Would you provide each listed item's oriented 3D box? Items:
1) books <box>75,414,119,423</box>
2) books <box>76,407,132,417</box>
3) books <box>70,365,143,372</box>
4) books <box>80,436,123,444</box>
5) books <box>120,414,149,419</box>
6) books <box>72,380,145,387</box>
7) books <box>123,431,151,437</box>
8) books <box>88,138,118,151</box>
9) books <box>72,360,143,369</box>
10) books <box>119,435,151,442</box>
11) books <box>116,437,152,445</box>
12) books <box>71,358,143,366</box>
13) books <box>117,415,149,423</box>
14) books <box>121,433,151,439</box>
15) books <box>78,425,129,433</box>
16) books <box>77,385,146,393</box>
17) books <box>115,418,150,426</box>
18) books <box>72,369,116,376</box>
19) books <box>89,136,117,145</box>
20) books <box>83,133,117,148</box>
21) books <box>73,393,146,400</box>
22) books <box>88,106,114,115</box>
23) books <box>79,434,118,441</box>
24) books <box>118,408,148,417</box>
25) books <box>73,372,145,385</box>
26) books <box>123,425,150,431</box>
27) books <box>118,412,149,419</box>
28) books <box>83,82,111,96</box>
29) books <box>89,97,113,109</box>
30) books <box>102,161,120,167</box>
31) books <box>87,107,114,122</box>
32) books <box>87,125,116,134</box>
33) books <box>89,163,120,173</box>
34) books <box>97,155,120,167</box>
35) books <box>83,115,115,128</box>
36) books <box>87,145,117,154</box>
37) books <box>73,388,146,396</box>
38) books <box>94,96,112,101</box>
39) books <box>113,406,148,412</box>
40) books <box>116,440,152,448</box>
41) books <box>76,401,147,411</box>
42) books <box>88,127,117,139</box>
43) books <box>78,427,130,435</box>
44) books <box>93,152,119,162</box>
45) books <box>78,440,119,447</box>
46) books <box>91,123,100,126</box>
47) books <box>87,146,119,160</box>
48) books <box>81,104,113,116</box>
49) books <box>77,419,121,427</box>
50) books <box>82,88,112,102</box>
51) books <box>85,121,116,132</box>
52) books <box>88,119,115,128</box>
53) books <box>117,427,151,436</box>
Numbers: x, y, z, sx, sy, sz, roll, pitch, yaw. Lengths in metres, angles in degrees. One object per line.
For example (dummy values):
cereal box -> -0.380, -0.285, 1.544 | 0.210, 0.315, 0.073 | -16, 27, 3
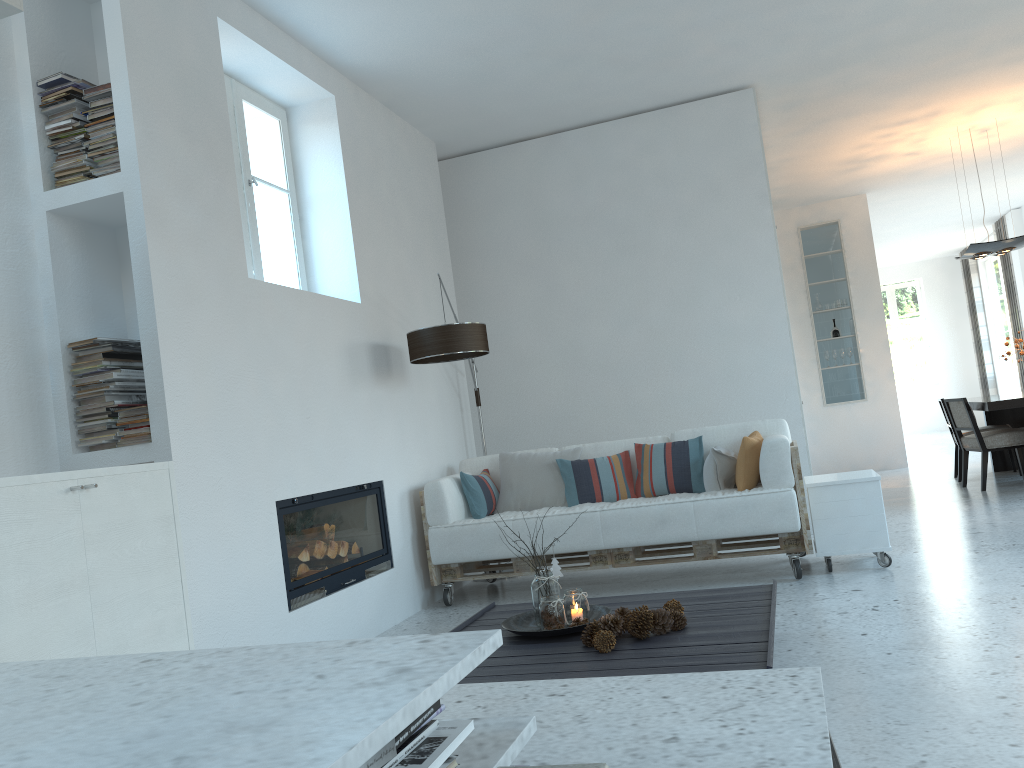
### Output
books -> -1.618, 0.139, 3.633 | 0.159, 0.012, 0.285 | -9, -4, 16
books -> -1.613, 0.112, 3.632 | 0.162, 0.016, 0.282 | -9, -4, 21
books -> -1.655, -0.059, 3.650 | 0.135, 0.007, 0.295 | -9, -4, 16
books -> -1.600, 0.224, 3.628 | 0.157, 0.013, 0.290 | -8, -3, 13
books -> -1.417, 0.127, 3.524 | 0.115, 0.005, 0.264 | -9, -4, 16
books -> -1.639, 0.000, 3.645 | 0.146, 0.007, 0.295 | -9, -4, 19
books -> -1.414, 0.194, 3.522 | 0.131, 0.007, 0.216 | -9, -4, 17
books -> -1.571, -0.942, 3.595 | 0.147, 0.016, 0.234 | -9, -4, 18
books -> -1.647, -0.072, 3.648 | 0.156, 0.017, 0.263 | -9, -4, 18
books -> -1.428, 0.212, 3.526 | 0.154, 0.010, 0.202 | -9, -4, 20
books -> -1.431, 0.223, 3.527 | 0.161, 0.010, 0.224 | -8, -4, 14
books -> -1.644, -0.085, 3.647 | 0.159, 0.008, 0.285 | -9, -4, 15
books -> -1.431, 0.137, 3.528 | 0.142, 0.011, 0.225 | -9, -4, 19
books -> -1.421, 0.203, 3.524 | 0.131, 0.007, 0.209 | -9, -4, 22
books -> -1.603, 0.179, 3.629 | 0.159, 0.012, 0.285 | -9, -4, 22
books -> -1.629, 0.026, 3.642 | 0.161, 0.012, 0.254 | -9, -4, 15
books -> -1.436, 0.150, 3.529 | 0.157, 0.013, 0.219 | -9, -4, 15
books -> -1.650, -0.046, 3.649 | 0.132, 0.009, 0.269 | -9, -4, 20
books -> -1.568, -0.954, 3.594 | 0.133, 0.007, 0.241 | -9, -4, 19
books -> -1.587, -0.961, 3.600 | 0.158, 0.014, 0.237 | -9, -4, 22
books -> -1.630, 0.051, 3.638 | 0.159, 0.008, 0.285 | -9, -4, 18
books -> -1.585, -1.079, 3.609 | 0.135, 0.008, 0.231 | -8, -4, 14
books -> -1.596, 0.213, 3.626 | 0.174, 0.007, 0.291 | -8, -4, 14
books -> -1.442, 0.110, 3.531 | 0.153, 0.017, 0.174 | -9, -4, 21
books -> -1.621, -0.018, 3.639 | 0.200, 0.023, 0.262 | -9, -4, 17
books -> -1.419, 0.171, 3.524 | 0.122, 0.009, 0.207 | -9, -4, 21
books -> -1.440, 0.123, 3.531 | 0.153, 0.010, 0.180 | -9, -4, 21
books -> -1.598, -1.160, 3.613 | 0.139, 0.024, 0.255 | -8, -4, 14
books -> -1.581, -1.104, 3.607 | 0.113, 0.024, 0.259 | -8, -3, 13
books -> -1.550, -0.868, 3.588 | 0.119, 0.015, 0.159 | -9, -4, 20
books -> -1.586, -1.066, 3.600 | 0.140, 0.020, 0.214 | -9, -4, 19
books -> -1.578, -1.000, 3.597 | 0.128, 0.009, 0.236 | -9, -4, 22
books -> -1.574, -0.852, 3.595 | 0.164, 0.008, 0.208 | -8, -3, 12
books -> -1.557, -0.883, 3.590 | 0.121, 0.016, 0.192 | -9, -4, 22
books -> -1.593, -1.035, 3.602 | 0.159, 0.012, 0.219 | -9, -4, 20
books -> -1.569, -0.917, 3.594 | 0.136, 0.006, 0.257 | -9, -4, 21
books -> -1.619, 0.033, 3.638 | 0.169, 0.005, 0.289 | -9, -4, 21
books -> -1.594, -1.126, 3.611 | 0.138, 0.025, 0.168 | -8, -3, 12
books -> -1.436, 0.098, 3.530 | 0.141, 0.006, 0.252 | -9, -4, 19
books -> -1.424, 0.232, 3.525 | 0.159, 0.011, 0.232 | -9, -4, 18
books -> -1.611, 0.089, 3.632 | 0.192, 0.016, 0.263 | -9, -4, 17
books -> -1.573, -0.987, 3.595 | 0.135, 0.017, 0.232 | -9, -4, 19
books -> -1.602, 0.188, 3.628 | 0.159, 0.006, 0.285 | -9, -4, 22
books -> -1.562, -0.896, 3.591 | 0.140, 0.013, 0.207 | -9, -4, 16
books -> -1.613, 0.237, 3.631 | 0.132, 0.008, 0.293 | -9, -4, 20
books -> -1.582, -1.025, 3.598 | 0.132, 0.012, 0.202 | -8, -3, 12
books -> -1.571, -0.908, 3.594 | 0.151, 0.013, 0.249 | -9, -4, 15
books -> -1.601, -1.085, 3.613 | 0.170, 0.008, 0.237 | -9, -4, 15
books -> -1.606, 0.156, 3.630 | 0.169, 0.010, 0.282 | -9, -4, 20
books -> -1.597, -1.143, 3.613 | 0.145, 0.009, 0.246 | -9, -4, 19
books -> -1.577, -1.009, 3.597 | 0.140, 0.009, 0.260 | -9, -4, 16
books -> -1.572, -1.017, 3.595 | 0.128, 0.006, 0.254 | -9, -4, 18
books -> -1.430, 0.185, 3.527 | 0.153, 0.016, 0.211 | -9, -4, 19
